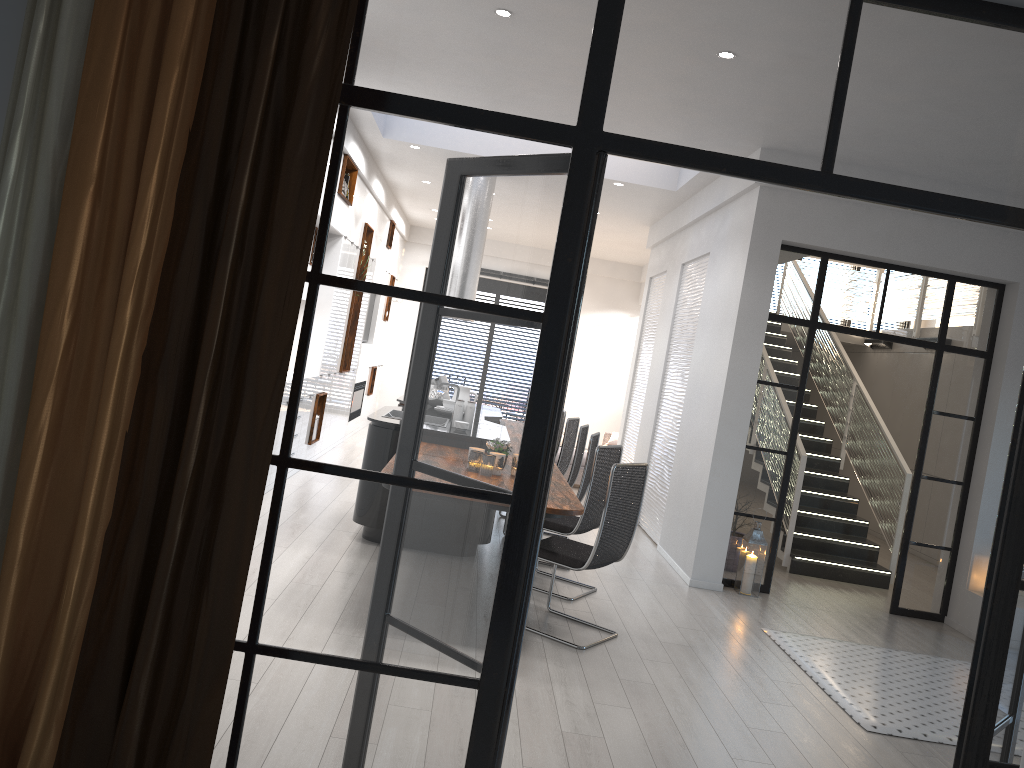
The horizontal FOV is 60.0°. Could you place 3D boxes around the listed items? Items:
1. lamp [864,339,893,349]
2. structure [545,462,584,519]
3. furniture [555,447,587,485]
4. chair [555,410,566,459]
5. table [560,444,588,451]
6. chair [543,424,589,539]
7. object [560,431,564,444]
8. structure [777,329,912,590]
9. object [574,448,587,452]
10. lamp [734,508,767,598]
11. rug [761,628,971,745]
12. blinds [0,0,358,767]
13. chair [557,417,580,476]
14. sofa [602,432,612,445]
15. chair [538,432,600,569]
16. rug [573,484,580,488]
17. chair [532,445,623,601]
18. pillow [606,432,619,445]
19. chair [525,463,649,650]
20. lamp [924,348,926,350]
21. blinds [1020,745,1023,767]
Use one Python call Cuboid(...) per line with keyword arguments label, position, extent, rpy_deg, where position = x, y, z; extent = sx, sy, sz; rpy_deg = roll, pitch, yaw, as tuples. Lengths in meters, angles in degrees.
Cuboid(label="lamp", position=(4.979, -0.539, 12.061), extent=(0.152, 0.124, 0.568), rpy_deg=(10, 2, -2))
Cuboid(label="structure", position=(-0.462, 0.755, 7.133), extent=(1.377, 0.887, 5.644), rpy_deg=(10, 2, -2))
Cuboid(label="furniture", position=(0.719, 1.042, 11.145), extent=(0.699, 0.460, 0.700), rpy_deg=(10, 1, -7))
Cuboid(label="chair", position=(0.203, 0.731, 9.326), extent=(0.536, 1.018, 0.471), rpy_deg=(10, 1, -2))
Cuboid(label="table", position=(0.585, 1.038, 12.252), extent=(1.000, 0.350, 1.001), rpy_deg=(10, 2, -2))
Cuboid(label="chair", position=(0.280, 0.803, 7.551), extent=(0.537, 1.018, 0.470), rpy_deg=(10, 1, 13))
Cuboid(label="object", position=(0.607, 0.819, 13.402), extent=(0.418, 0.355, 0.761), rpy_deg=(10, 2, 6))
Cuboid(label="structure", position=(3.841, 0.034, 9.884), extent=(2.393, 3.601, 5.805), rpy_deg=(10, 1, -2))
Cuboid(label="object", position=(0.969, 0.915, 12.139), extent=(0.281, 0.032, 0.533), rpy_deg=(10, 2, 11))
Cuboid(label="lamp", position=(1.847, 1.278, 6.793), extent=(0.148, 0.665, 0.157), rpy_deg=(10, 0, -2))
Cuboid(label="rug", position=(2.789, 1.822, 5.098), extent=(2.275, 0.020, 1.586), rpy_deg=(10, 2, -2))
Cuboid(label="blinds", position=(-0.884, -0.248, 2.076), extent=(0.810, 3.044, 0.255), rpy_deg=(10, 0, -3))
Cuboid(label="chair", position=(0.249, 0.770, 8.364), extent=(0.537, 1.018, 0.470), rpy_deg=(10, 1, 18))
Cuboid(label="sofa", position=(1.772, 1.009, 12.087), extent=(0.898, 0.825, 2.094), rpy_deg=(10, 2, -2))
Cuboid(label="chair", position=(0.305, 0.831, 6.832), extent=(0.537, 1.018, 0.470), rpy_deg=(10, 1, 13))
Cuboid(label="rug", position=(0.415, 1.173, 12.304), extent=(1.623, 0.020, 2.521), rpy_deg=(10, 2, -3))
Cuboid(label="chair", position=(0.342, 0.865, 6.015), extent=(0.538, 1.018, 0.470), rpy_deg=(10, 1, 28))
Cuboid(label="pillow", position=(1.887, 0.832, 12.130), extent=(0.589, 0.391, 2.032), rpy_deg=(10, 2, -14))
Cuboid(label="chair", position=(0.365, 0.900, 5.077), extent=(0.538, 1.018, 0.470), rpy_deg=(10, 1, 33))
Cuboid(label="lamp", position=(5.031, -0.481, 10.602), extent=(0.152, 0.124, 0.568), rpy_deg=(10, 2, -2))
Cuboid(label="blinds", position=(2.081, 0.268, 2.277), extent=(1.301, 3.068, 0.052), rpy_deg=(10, 0, -2))
